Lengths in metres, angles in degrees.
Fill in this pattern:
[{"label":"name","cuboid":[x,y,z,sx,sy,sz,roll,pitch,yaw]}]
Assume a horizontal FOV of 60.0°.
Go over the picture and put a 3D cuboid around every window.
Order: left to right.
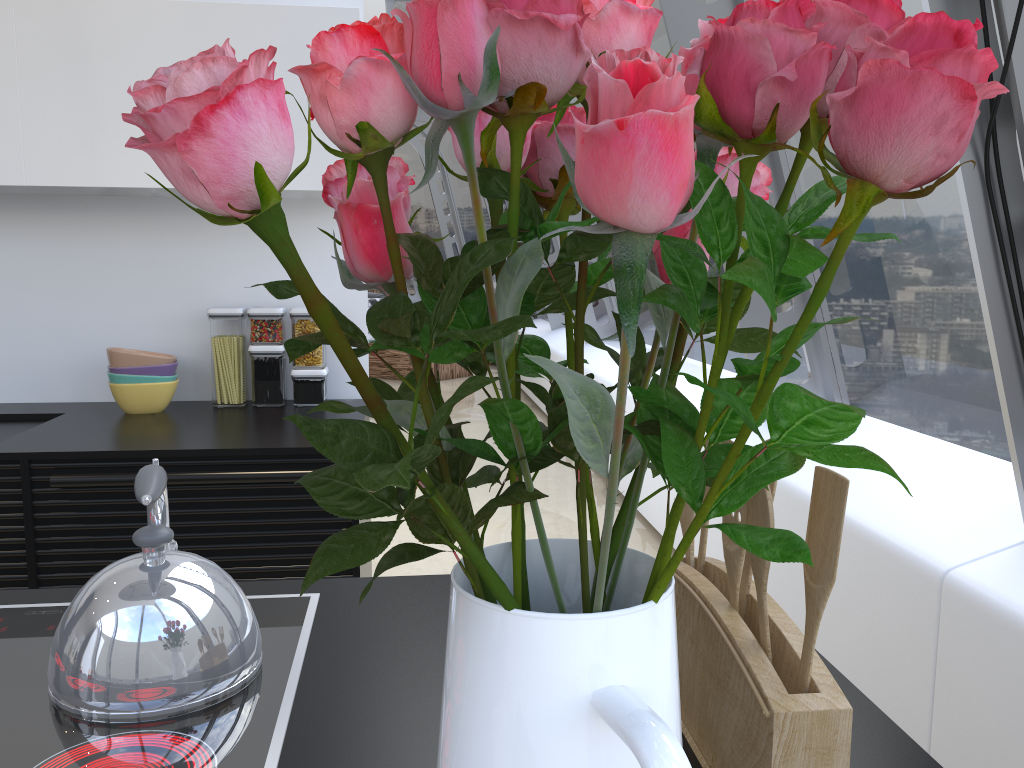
[{"label":"window","cuboid":[-6.386,-0.777,4.538,16.693,3.674,16.171,-2,8,-14]}]

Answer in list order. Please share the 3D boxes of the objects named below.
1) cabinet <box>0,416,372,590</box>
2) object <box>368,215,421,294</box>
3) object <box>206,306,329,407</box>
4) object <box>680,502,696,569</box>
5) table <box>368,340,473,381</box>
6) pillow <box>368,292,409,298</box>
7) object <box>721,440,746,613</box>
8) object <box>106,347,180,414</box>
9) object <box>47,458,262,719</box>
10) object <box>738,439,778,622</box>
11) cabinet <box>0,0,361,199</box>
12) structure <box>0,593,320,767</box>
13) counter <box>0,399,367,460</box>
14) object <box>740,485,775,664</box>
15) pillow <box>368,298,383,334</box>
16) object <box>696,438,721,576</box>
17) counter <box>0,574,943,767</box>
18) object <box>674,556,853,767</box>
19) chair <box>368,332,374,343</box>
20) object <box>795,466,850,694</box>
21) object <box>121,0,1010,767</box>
[{"label":"cabinet","cuboid":[-2.990,-0.461,2.222,5.157,2.901,0.831,-1,8,-7]},{"label":"object","cuboid":[-2.081,-1.430,12.772,1.508,2.059,1.370,-2,8,-19]},{"label":"object","cuboid":[-0.780,-0.089,2.852,0.365,0.315,0.113,-1,8,-7]},{"label":"object","cuboid":[0.198,0.189,0.988,0.016,0.259,0.199,1,8,4]},{"label":"table","cuboid":[-1.102,-0.297,10.541,1.007,0.436,0.923,6,9,35]},{"label":"pillow","cuboid":[-1.808,-0.948,11.623,1.070,0.597,0.510,7,10,40]},{"label":"object","cuboid":[0.201,0.198,0.797,0.019,0.299,0.057,0,8,-6]},{"label":"object","cuboid":[-1.125,-0.013,2.711,0.205,0.205,0.185,-2,8,-19]},{"label":"object","cuboid":[-0.392,0.204,0.973,0.221,0.230,0.221,4,8,24]},{"label":"object","cuboid":[0.217,0.193,0.833,0.040,0.299,0.061,-1,8,-8]},{"label":"cabinet","cuboid":[-2.313,-0.823,2.505,3.741,0.515,0.343,-1,8,-7]},{"label":"structure","cuboid":[-0.547,0.348,0.907,0.640,0.041,0.562,-1,8,-7]},{"label":"counter","cuboid":[-2.290,0.134,2.388,3.738,0.025,0.804,-1,8,-7]},{"label":"object","cuboid":[0.210,0.207,0.734,0.039,0.298,0.068,0,8,-6]},{"label":"pillow","cuboid":[-1.981,-0.899,11.379,0.683,0.528,0.431,6,9,34]},{"label":"object","cuboid":[0.205,0.177,0.950,0.027,0.299,0.055,0,8,-6]},{"label":"counter","cuboid":[-1.500,0.369,0.629,3.800,0.018,1.006,-1,8,-7]},{"label":"object","cuboid":[0.206,0.272,0.843,0.084,0.157,0.353,0,8,-6]},{"label":"chair","cuboid":[-2.236,-0.530,11.205,1.176,0.690,2.068,7,10,40]},{"label":"object","cuboid":[0.232,0.212,0.700,0.030,0.294,0.057,0,8,-6]},{"label":"object","cuboid":[0.031,0.090,0.473,0.327,0.596,0.350,0,8,0]}]
